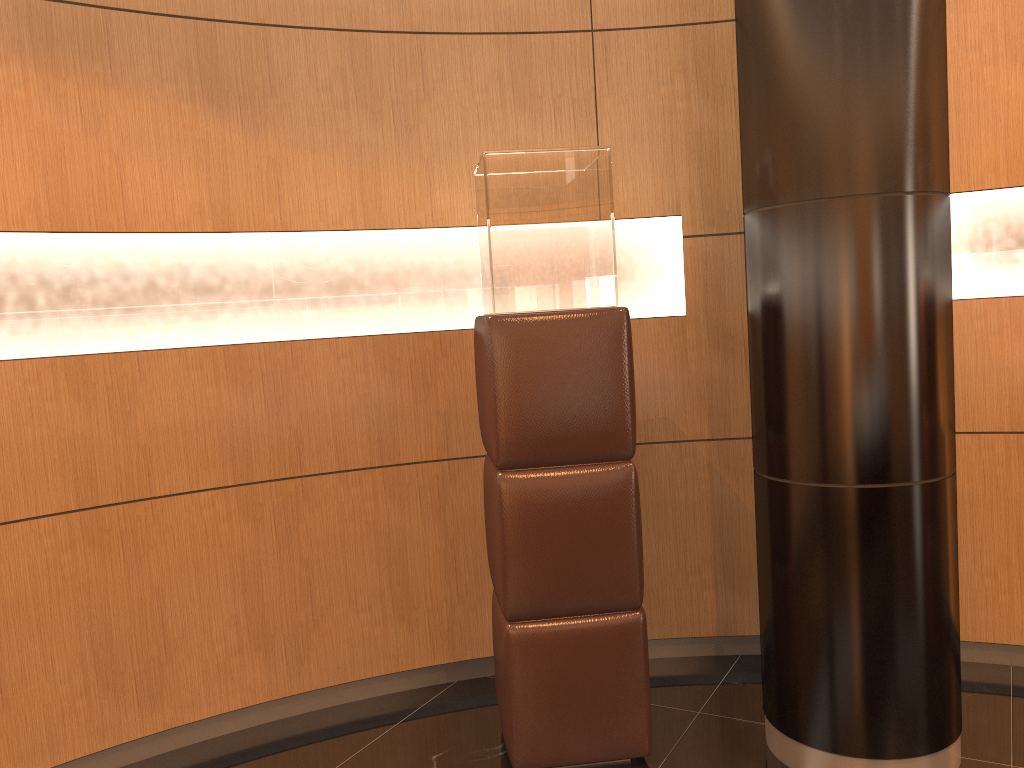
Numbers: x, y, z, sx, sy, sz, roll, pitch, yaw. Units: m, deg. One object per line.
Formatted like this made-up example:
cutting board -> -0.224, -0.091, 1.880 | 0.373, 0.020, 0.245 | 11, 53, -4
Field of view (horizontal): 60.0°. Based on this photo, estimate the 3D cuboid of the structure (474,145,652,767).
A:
structure -> 0.149, 0.252, 3.010 | 0.498, 2.000, 0.484 | -4, 4, -5

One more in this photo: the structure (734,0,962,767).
structure -> 1.057, -0.507, 2.828 | 0.613, 3.430, 0.613 | 1, 6, 44
